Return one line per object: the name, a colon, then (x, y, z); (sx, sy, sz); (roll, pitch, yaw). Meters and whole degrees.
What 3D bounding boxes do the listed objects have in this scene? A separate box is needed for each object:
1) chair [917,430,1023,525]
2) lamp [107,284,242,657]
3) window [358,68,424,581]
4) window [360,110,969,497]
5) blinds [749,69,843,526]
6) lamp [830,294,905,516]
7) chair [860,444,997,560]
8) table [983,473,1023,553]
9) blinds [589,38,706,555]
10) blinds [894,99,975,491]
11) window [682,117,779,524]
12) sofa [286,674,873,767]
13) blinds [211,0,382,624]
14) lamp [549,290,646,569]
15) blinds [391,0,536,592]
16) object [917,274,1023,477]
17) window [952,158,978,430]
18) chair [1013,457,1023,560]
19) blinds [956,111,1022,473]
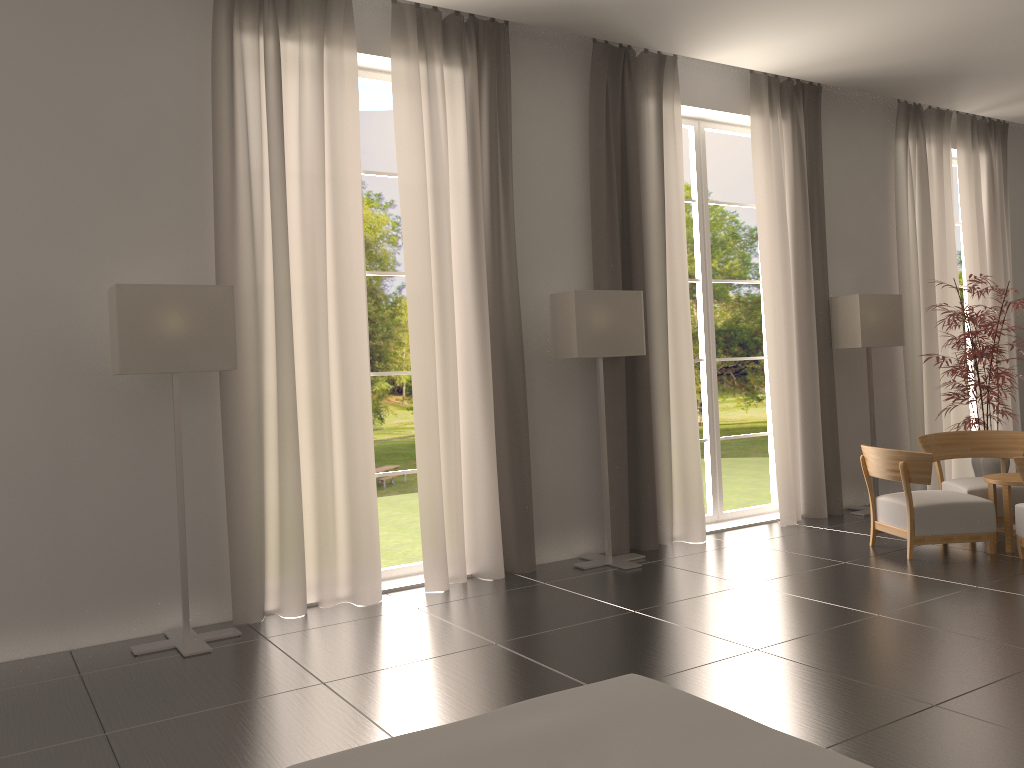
chair: (6.077, 1.245, 11.350); (1.452, 1.227, 1.151); (-3, 0, 3)
lamp: (-2.977, 0.723, 7.934); (1.000, 3.179, 0.907); (-2, -1, -32)
window: (-1.721, -0.671, 9.872); (2.644, 5.751, 0.110); (-2, -1, -32)
window: (16.714, -4.109, 8.308); (48.641, 20.585, 99.077); (-3, 1, -32)
blinds: (4.092, -1.280, 12.767); (1.550, 6.433, 0.417); (-2, -1, -36)
lamp: (5.296, 0.288, 13.058); (1.000, 3.179, 0.907); (-2, -1, -32)
chair: (4.777, 1.315, 10.317); (1.151, 1.227, 1.451); (-3, 0, -7)
table: (5.930, 1.473, 10.199); (0.870, 0.803, 0.869); (-3, 0, -9)
blinds: (1.684, -1.153, 11.277); (1.550, 6.433, 0.414); (-2, -1, -28)
blinds: (6.839, -1.425, 14.470); (1.550, 6.433, 0.414); (-2, -1, -28)
window: (2.771, -0.907, 12.654); (2.644, 5.751, 0.110); (-2, -1, -32)
sofa: (-0.295, 1.642, 0.615); (5.606, 1.205, 5.523); (-3, 1, -32)
blinds: (-2.172, -0.951, 8.889); (1.550, 6.433, 0.414); (-2, -1, -28)
lamp: (1.068, 0.510, 10.439); (1.000, 3.179, 0.907); (-2, -1, -32)
blinds: (-0.531, -1.037, 9.904); (1.550, 6.433, 0.417); (-2, -1, -36)
object: (6.672, 0.122, 12.712); (1.489, 3.398, 1.771); (-3, -1, 43)
window: (7.263, -1.143, 15.436); (2.644, 5.751, 0.110); (-2, -1, -32)
chair: (5.832, 1.277, 9.020); (1.451, 1.227, 1.151); (-3, 0, 13)
blinds: (8.279, -1.500, 15.360); (1.550, 6.433, 0.417); (-2, -1, -36)
